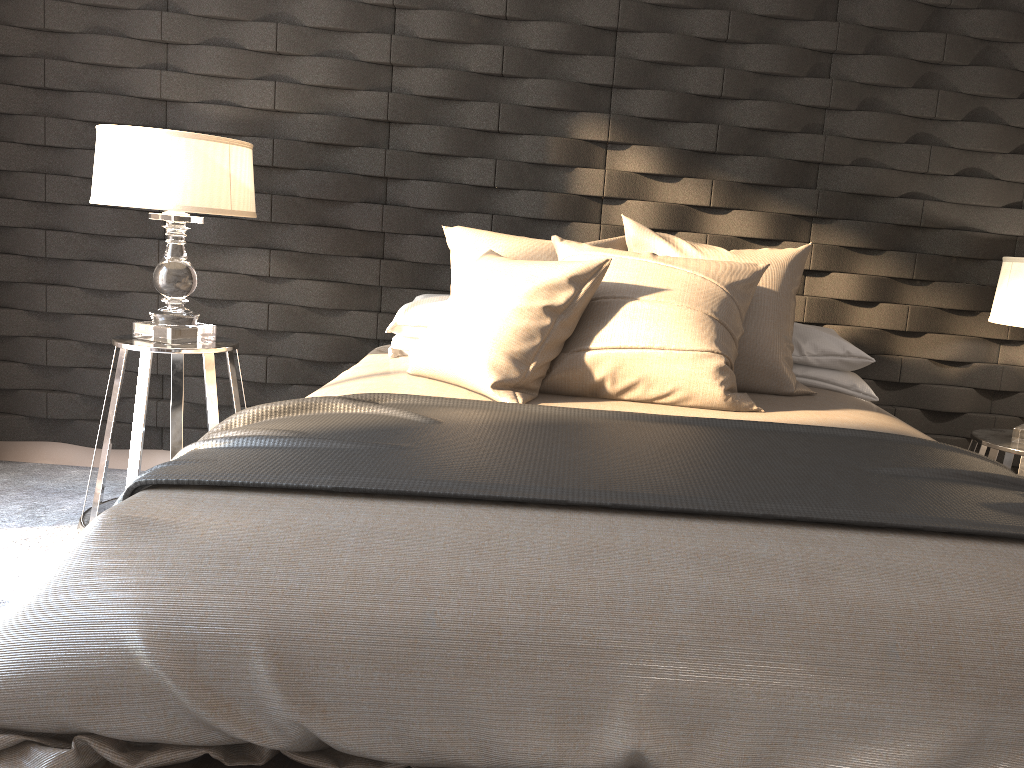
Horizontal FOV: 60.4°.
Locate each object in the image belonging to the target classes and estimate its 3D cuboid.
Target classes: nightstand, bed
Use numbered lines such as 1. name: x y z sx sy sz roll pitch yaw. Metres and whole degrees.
1. nightstand: -1.081 0.158 2.838 0.540 0.602 0.563 7 9 12
2. nightstand: 1.826 0.437 3.118 0.589 0.471 0.654 12 12 38
3. bed: 0.298 0.372 2.237 2.295 0.622 2.298 5 9 0

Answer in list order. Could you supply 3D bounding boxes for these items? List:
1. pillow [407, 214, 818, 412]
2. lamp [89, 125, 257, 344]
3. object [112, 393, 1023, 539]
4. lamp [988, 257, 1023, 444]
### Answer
1. pillow: 0.325 -0.242 2.540 1.258 0.517 0.903 5 9 1
2. lamp: -1.051 -0.452 2.749 0.444 0.629 0.489 10 10 32
3. object: 0.279 0.270 1.762 2.061 0.321 0.617 5 9 -3
4. lamp: 1.873 -0.101 3.022 0.491 0.629 0.442 -2 11 -37
